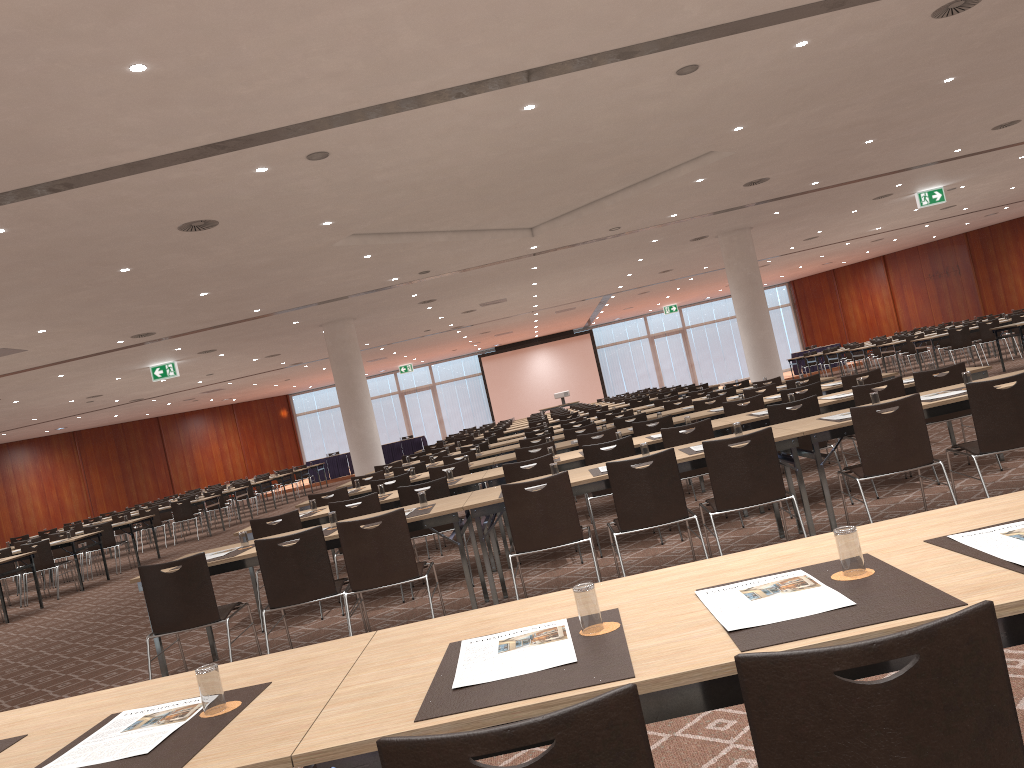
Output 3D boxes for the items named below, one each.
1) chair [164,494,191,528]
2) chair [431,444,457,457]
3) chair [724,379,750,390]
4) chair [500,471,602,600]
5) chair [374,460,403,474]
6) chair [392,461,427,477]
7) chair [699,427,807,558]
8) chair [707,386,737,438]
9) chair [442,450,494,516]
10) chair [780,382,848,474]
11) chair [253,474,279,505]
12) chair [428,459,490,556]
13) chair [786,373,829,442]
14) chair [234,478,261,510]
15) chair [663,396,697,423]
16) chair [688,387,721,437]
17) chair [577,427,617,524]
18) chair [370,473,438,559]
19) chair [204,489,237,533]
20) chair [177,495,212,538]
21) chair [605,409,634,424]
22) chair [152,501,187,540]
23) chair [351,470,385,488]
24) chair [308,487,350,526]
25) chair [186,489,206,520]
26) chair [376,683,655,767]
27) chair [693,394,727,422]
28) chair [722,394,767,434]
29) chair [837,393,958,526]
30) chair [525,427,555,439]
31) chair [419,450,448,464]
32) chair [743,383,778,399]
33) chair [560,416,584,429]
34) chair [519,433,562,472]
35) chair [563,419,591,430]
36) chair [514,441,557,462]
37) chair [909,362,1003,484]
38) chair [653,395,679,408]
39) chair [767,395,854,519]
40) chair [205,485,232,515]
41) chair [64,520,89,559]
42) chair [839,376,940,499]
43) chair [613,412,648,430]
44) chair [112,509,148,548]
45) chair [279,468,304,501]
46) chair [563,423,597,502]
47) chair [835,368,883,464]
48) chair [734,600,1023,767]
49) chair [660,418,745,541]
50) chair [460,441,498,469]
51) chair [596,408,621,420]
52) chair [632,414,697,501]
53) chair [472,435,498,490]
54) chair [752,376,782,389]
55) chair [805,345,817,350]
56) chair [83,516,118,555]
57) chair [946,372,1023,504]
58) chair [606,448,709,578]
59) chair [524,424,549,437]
[{"bbox_3d":[-10.416,3.897,27.492,0.535,0.939,0.614,-13,-1,-1],"label":"chair"},{"bbox_3d":[-1.110,1.565,15.687,0.535,0.939,0.614,-13,-1,0],"label":"chair"},{"bbox_3d":[3.992,0.421,15.542,0.535,0.939,0.614,-13,-1,-1],"label":"chair"},{"bbox_3d":[0.252,1.047,5.721,0.536,0.939,0.613,-13,-1,4],"label":"chair"},{"bbox_3d":[-1.804,1.679,13.783,0.535,0.939,0.614,-13,-1,2],"label":"chair"},{"bbox_3d":[-1.241,1.508,11.689,0.535,0.939,0.614,-13,-1,0],"label":"chair"},{"bbox_3d":[1.490,0.768,5.609,0.536,0.939,0.614,-13,-1,3],"label":"chair"},{"bbox_3d":[3.261,0.542,13.562,0.535,0.939,0.614,-13,-1,-1],"label":"chair"},{"bbox_3d":[-0.601,1.366,11.748,0.535,0.939,0.614,-13,-1,-1],"label":"chair"},{"bbox_3d":[3.160,0.479,9.563,0.536,0.939,0.614,-13,-1,2],"label":"chair"},{"bbox_3d":[-7.610,3.267,27.331,0.535,0.939,0.614,-13,-1,-1],"label":"chair"},{"bbox_3d":[-0.597,1.323,9.747,0.535,0.939,0.614,-13,-1,-1],"label":"chair"},{"bbox_3d":[3.849,0.369,11.579,0.536,0.939,0.614,-13,-1,4],"label":"chair"},{"bbox_3d":[-8.225,3.406,27.430,0.536,0.939,0.614,-13,-1,2],"label":"chair"},{"bbox_3d":[2.621,0.688,13.657,0.536,0.939,0.614,-13,-1,3],"label":"chair"},{"bbox_3d":[3.376,0.560,15.594,0.535,0.939,0.614,-13,-1,1],"label":"chair"},{"bbox_3d":[1.008,0.962,9.625,0.536,0.939,0.614,-13,-1,2],"label":"chair"},{"bbox_3d":[-1.215,1.460,9.723,0.536,0.939,0.614,-13,-1,3],"label":"chair"},{"bbox_3d":[-7.047,3.012,21.312,0.535,0.939,0.614,-13,-1,-1],"label":"chair"},{"bbox_3d":[-7.736,3.169,21.472,0.535,0.939,0.614,-13,-1,0],"label":"chair"},{"bbox_3d":[1.731,0.886,13.640,0.536,0.939,0.614,-13,-1,2],"label":"chair"},{"bbox_3d":[-8.294,3.291,21.348,0.536,0.939,0.614,-13,-1,4],"label":"chair"},{"bbox_3d":[-1.796,1.633,11.740,0.535,0.939,0.614,-13,-1,-1],"label":"chair"},{"bbox_3d":[-1.885,1.610,9.707,0.535,0.939,0.614,-13,-1,1],"label":"chair"},{"bbox_3d":[-9.751,3.749,27.532,0.536,0.939,0.613,-13,-1,4],"label":"chair"},{"bbox_3d":[0.094,0.994,1.604,0.535,0.939,0.614,-13,-1,1],"label":"chair"},{"bbox_3d":[2.650,0.637,11.613,0.535,0.939,0.614,-13,-1,1],"label":"chair"},{"bbox_3d":[2.575,0.612,9.657,0.536,0.939,0.614,-13,-1,3],"label":"chair"},{"bbox_3d":[2.422,0.561,5.659,0.536,0.939,0.614,-13,-1,4],"label":"chair"},{"bbox_3d":[0.512,1.160,13.717,0.535,0.939,0.614,-13,-1,-1],"label":"chair"},{"bbox_3d":[-1.107,1.522,13.721,0.535,0.939,0.614,-13,-1,0],"label":"chair"},{"bbox_3d":[3.300,0.492,11.637,0.535,0.939,0.614,-13,-1,-1],"label":"chair"},{"bbox_3d":[1.150,1.059,15.658,0.535,0.939,0.614,-13,-1,1],"label":"chair"},{"bbox_3d":[0.399,1.142,11.677,0.535,0.939,0.614,-13,-1,-1],"label":"chair"},{"bbox_3d":[1.087,1.030,13.624,0.536,0.939,0.614,-13,-1,2],"label":"chair"},{"bbox_3d":[0.349,1.110,9.678,0.536,0.939,0.614,-13,-1,4],"label":"chair"},{"bbox_3d":[3.702,0.317,7.624,0.536,0.939,0.614,-13,-1,4],"label":"chair"},{"bbox_3d":[2.773,0.695,15.577,0.535,0.939,0.614,-13,-1,1],"label":"chair"},{"bbox_3d":[2.440,0.598,7.583,0.535,0.939,0.614,-13,-1,-1],"label":"chair"},{"bbox_3d":[-9.110,3.603,27.374,0.536,0.939,0.614,-13,-1,3],"label":"chair"},{"bbox_3d":[-10.507,3.790,21.551,0.535,0.939,0.614,-13,-1,0],"label":"chair"},{"bbox_3d":[3.159,0.437,7.597,0.535,0.939,0.614,-13,-1,-1],"label":"chair"},{"bbox_3d":[1.617,0.868,11.608,0.535,0.939,0.614,-13,-1,0],"label":"chair"},{"bbox_3d":[-9.295,3.517,21.458,0.535,0.939,0.614,-13,-1,0],"label":"chair"},{"bbox_3d":[-6.865,3.103,27.450,0.535,0.939,0.614,-13,-1,0],"label":"chair"},{"bbox_3d":[0.976,1.013,11.703,0.535,0.939,0.614,-13,-1,-1],"label":"chair"},{"bbox_3d":[3.802,0.336,9.580,0.535,0.939,0.614,-13,-1,-1],"label":"chair"},{"bbox_3d":[0.684,0.862,1.622,0.535,0.939,0.614,-13,-1,1],"label":"chair"},{"bbox_3d":[1.565,0.794,7.643,0.535,0.939,0.614,-13,-1,0],"label":"chair"},{"bbox_3d":[-0.470,1.378,13.668,0.536,0.939,0.614,-13,-1,4],"label":"chair"},{"bbox_3d":[1.783,0.918,15.682,0.535,0.939,0.614,-13,-1,-1],"label":"chair"},{"bbox_3d":[1.606,0.828,9.642,0.536,0.939,0.613,-13,-1,5],"label":"chair"},{"bbox_3d":[-0.375,1.402,15.743,0.536,0.939,0.614,-13,-1,3],"label":"chair"},{"bbox_3d":[3.956,0.388,13.577,0.536,0.939,0.614,-13,-1,2],"label":"chair"},{"bbox_3d":[11.371,-0.977,33.298,0.535,0.939,0.614,-13,-1,2],"label":"chair"},{"bbox_3d":[-9.956,3.663,21.395,0.536,0.939,0.613,-13,-1,4],"label":"chair"},{"bbox_3d":[3.097,0.408,5.563,0.536,0.939,0.613,-13,-1,4],"label":"chair"},{"bbox_3d":[0.896,0.902,5.661,0.535,0.939,0.614,-13,-1,0],"label":"chair"},{"bbox_3d":[0.528,1.198,15.641,0.536,0.939,0.614,-13,-1,4],"label":"chair"}]
